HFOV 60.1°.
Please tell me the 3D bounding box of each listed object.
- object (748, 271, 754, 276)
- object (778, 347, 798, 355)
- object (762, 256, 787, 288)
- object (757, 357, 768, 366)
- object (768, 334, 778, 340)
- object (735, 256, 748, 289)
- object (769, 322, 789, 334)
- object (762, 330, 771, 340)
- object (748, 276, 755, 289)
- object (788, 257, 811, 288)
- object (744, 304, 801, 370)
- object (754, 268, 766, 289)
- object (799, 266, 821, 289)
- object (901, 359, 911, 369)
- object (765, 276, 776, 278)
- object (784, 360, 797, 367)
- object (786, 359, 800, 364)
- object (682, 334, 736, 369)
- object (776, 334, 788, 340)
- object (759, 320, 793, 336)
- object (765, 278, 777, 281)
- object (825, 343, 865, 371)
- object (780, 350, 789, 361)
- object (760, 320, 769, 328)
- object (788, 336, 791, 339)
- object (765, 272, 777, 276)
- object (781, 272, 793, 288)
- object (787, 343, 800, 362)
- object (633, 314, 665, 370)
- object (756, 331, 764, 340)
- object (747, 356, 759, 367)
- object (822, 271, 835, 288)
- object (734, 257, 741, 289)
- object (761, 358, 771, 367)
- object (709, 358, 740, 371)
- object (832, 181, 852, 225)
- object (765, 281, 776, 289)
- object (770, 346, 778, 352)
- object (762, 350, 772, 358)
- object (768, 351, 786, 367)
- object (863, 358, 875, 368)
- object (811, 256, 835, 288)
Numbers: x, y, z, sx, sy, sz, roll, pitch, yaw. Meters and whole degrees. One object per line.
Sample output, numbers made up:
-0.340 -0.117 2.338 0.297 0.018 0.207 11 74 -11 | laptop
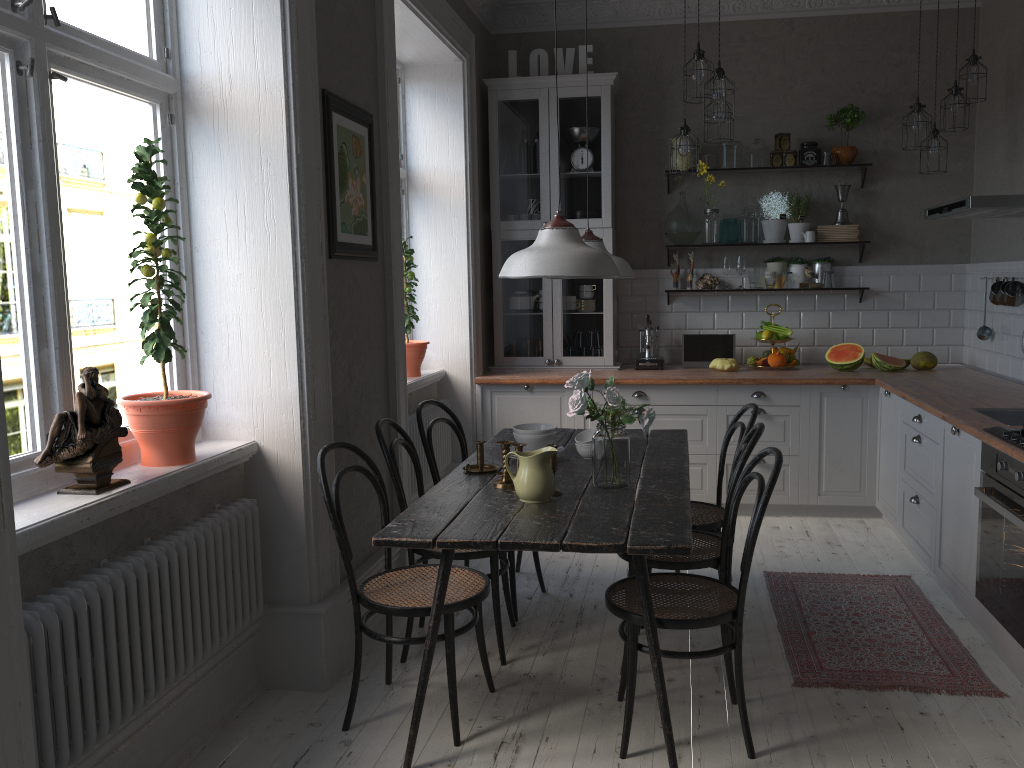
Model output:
1.631 -0.718 5.973 0.076 0.083 0.079 2 7 27 | object
1.807 -0.215 5.803 0.127 0.056 0.059 -1 7 1 | object
1.764 -0.753 5.957 0.158 0.217 0.155 -2 7 -11 | object
1.635 -0.145 5.796 0.083 0.057 0.090 5 9 41 | object
1.688 -0.295 5.732 0.063 0.061 0.067 0 7 10 | object
1.523 -0.739 5.876 0.082 0.217 0.081 -2 7 -4 | object
1.754 -0.361 5.813 0.177 0.096 0.090 3 8 29 | object
1.644 -0.316 5.720 0.058 0.069 0.080 3 7 29 | object
1.631 -0.685 5.977 0.076 0.083 0.079 2 7 27 | object
1.919 -0.749 5.943 0.170 0.214 0.150 4 8 39 | object
1.705 -0.311 5.783 0.353 0.425 0.350 -2 7 -5 | object
1.647 -0.704 5.895 0.080 0.139 0.078 -3 7 -18 | object
1.976 -0.705 5.850 0.120 0.147 0.099 -4 7 -23 | object
2.468 -0.129 5.644 0.203 0.073 0.118 -4 7 -27 | object
1.706 -0.689 5.844 0.076 0.051 0.078 3 7 28 | object
1.798 -0.132 5.732 0.069 0.051 0.088 -5 8 -32 | object
1.804 -0.155 5.853 0.055 0.044 0.212 -7 9 -42 | object
1.305 -0.219 5.891 0.349 0.226 0.088 0 7 9 | object
1.749 -0.297 5.757 0.076 0.062 0.099 -3 7 -17 | object
1.713 -0.363 5.749 0.208 0.101 0.068 1 7 15 | object
1.706 -0.672 5.846 0.077 0.051 0.077 -1 7 2 | object
2.093 -0.166 5.568 0.231 0.174 0.221 3 8 31 | object
1.750 -0.179 5.742 0.087 0.078 0.089 4 8 36 | object
1.649 -0.385 5.761 0.073 0.058 0.050 -3 7 -14 | object
1.795 -0.303 5.780 0.051 0.050 0.050 1 7 19 | object
1.706 -0.715 5.841 0.077 0.051 0.077 -1 7 -5 | object
1.830 -0.690 5.881 0.077 0.108 0.078 -1 7 3 | object
1.833 -0.207 5.792 0.060 0.120 0.128 3 8 33 | object
0.905 -0.281 5.854 0.204 0.370 0.355 0 7 10 | object
1.644 -0.309 5.798 0.096 0.078 0.101 -1 7 -3 | object
1.602 -0.152 5.837 0.075 0.072 0.155 4 8 39 | object
2.081 -0.686 5.818 0.077 0.108 0.078 -1 7 3 | object
1.537 -0.749 5.964 0.082 0.217 0.081 -2 7 -4 | object
1.652 -0.138 5.810 0.070 0.076 0.228 -2 7 -7 | object
1.365 -0.125 5.685 0.195 0.083 0.190 0 7 10 | object
2.169 -1.185 5.813 0.131 0.288 0.130 -2 7 -5 | object
1.707 -0.655 5.848 0.077 0.051 0.077 -1 7 2 | object
1.739 -0.202 5.858 0.085 0.093 0.087 0 7 6 | object
1.710 -0.192 5.871 0.077 0.076 0.157 4 8 36 | object
1.696 -0.159 5.675 0.114 0.111 0.110 -4 7 -23 | object
2.369 -0.138 5.757 0.197 0.067 0.104 1 7 15 | object
2.083 -0.749 5.927 0.158 0.213 0.154 0 7 7 | object
